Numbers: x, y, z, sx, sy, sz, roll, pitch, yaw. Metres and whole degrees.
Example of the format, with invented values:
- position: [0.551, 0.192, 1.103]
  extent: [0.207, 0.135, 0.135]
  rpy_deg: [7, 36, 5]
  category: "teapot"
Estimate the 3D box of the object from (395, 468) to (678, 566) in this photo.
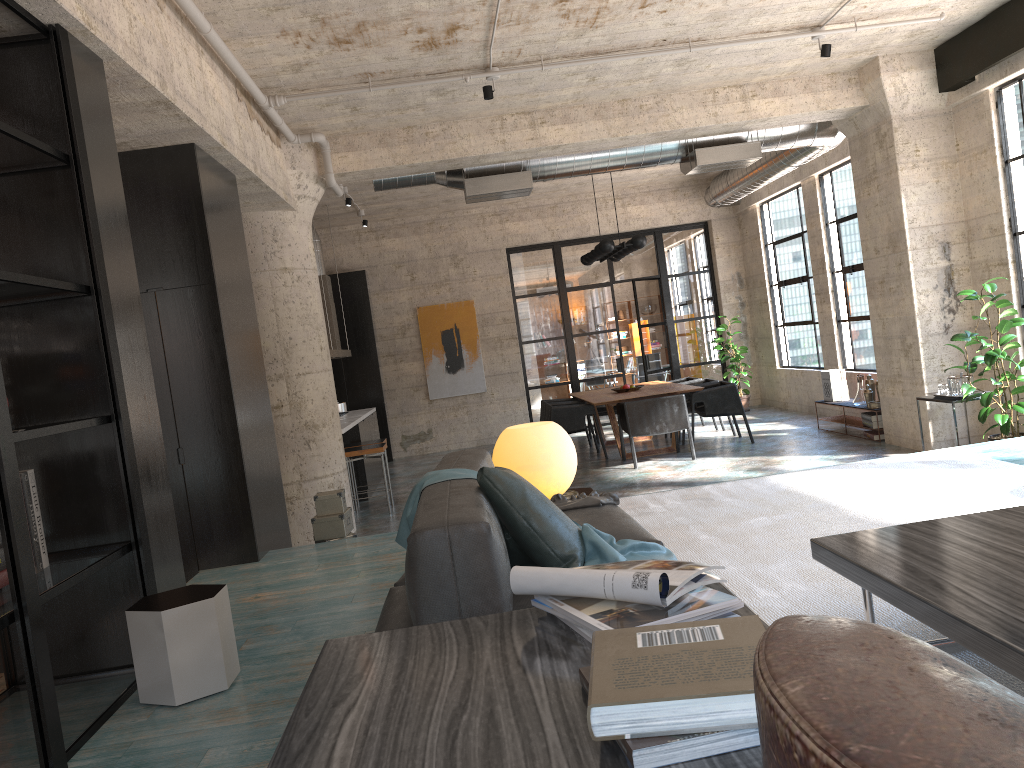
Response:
- position: [0.051, 0.483, 2.947]
  extent: [0.985, 0.438, 0.444]
  rpy_deg: [-7, 3, 23]
  category: "object"

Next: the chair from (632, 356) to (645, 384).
- position: [2.532, -0.041, 16.659]
  extent: [0.653, 1.015, 0.684]
  rpy_deg: [-8, 3, -4]
  category: "chair"

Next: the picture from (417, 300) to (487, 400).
- position: [-0.969, -0.550, 14.274]
  extent: [0.928, 1.494, 0.029]
  rpy_deg: [-8, 3, -3]
  category: "picture"

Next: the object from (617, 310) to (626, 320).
- position: [2.547, -1.605, 20.701]
  extent: [0.189, 0.230, 0.190]
  rpy_deg: [-6, 3, 42]
  category: "object"

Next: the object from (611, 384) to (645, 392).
- position: [1.482, 0.050, 11.363]
  extent: [0.435, 0.079, 0.435]
  rpy_deg: [-6, 3, 33]
  category: "object"

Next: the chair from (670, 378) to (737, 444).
- position: [2.456, 0.332, 11.656]
  extent: [0.754, 0.738, 0.707]
  rpy_deg: [-8, 3, 2]
  category: "chair"

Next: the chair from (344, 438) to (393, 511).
- position: [-1.591, 1.002, 9.863]
  extent: [0.450, 0.698, 0.450]
  rpy_deg: [-8, 3, -3]
  category: "chair"

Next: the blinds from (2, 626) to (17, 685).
- position: [-2.119, 0.217, 2.067]
  extent: [0.136, 3.160, 2.915]
  rpy_deg: [-8, 3, -3]
  category: "blinds"

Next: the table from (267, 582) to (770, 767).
- position: [0.087, 0.748, 1.404]
  extent: [0.800, 0.570, 0.800]
  rpy_deg: [-8, 3, -3]
  category: "table"

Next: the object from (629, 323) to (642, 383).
- position: [2.859, -0.532, 19.540]
  extent: [0.304, 1.640, 0.342]
  rpy_deg: [-8, 3, -3]
  category: "object"

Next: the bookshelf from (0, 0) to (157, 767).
- position: [-1.794, -0.023, 2.083]
  extent: [0.628, 2.571, 2.900]
  rpy_deg: [-8, 3, -3]
  category: "bookshelf"

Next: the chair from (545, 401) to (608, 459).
- position: [0.742, 0.594, 11.201]
  extent: [0.754, 0.738, 0.707]
  rpy_deg: [-8, 3, -3]
  category: "chair"

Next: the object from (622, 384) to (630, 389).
- position: [1.490, 0.036, 11.341]
  extent: [0.100, 0.097, 0.219]
  rpy_deg: [-6, 3, 40]
  category: "object"

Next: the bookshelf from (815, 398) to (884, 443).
- position: [3.949, 0.388, 10.073]
  extent: [0.350, 0.347, 1.600]
  rpy_deg: [-8, 3, -3]
  category: "bookshelf"

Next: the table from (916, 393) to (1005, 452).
- position: [3.964, 0.378, 7.812]
  extent: [0.450, 0.563, 0.600]
  rpy_deg: [-8, 3, -3]
  category: "table"

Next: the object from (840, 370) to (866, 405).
- position: [3.912, 0.030, 10.120]
  extent: [0.199, 0.365, 0.703]
  rpy_deg: [-8, 3, 8]
  category: "object"

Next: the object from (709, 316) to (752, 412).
- position: [3.496, -0.323, 14.014]
  extent: [0.514, 1.552, 0.886]
  rpy_deg: [-8, 3, -6]
  category: "object"

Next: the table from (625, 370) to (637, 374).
- position: [2.482, 0.097, 17.026]
  extent: [1.800, 0.721, 0.800]
  rpy_deg: [-8, 3, -3]
  category: "table"

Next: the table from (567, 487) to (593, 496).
- position: [0.179, 0.755, 4.665]
  extent: [0.616, 0.230, 1.044]
  rpy_deg: [-8, 3, -3]
  category: "table"

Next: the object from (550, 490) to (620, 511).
- position: [0.254, 0.550, 3.861]
  extent: [0.433, 0.185, 0.429]
  rpy_deg: [-8, 3, -7]
  category: "object"

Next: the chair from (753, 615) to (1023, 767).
- position: [0.621, 0.520, 0.530]
  extent: [0.820, 0.940, 0.975]
  rpy_deg: [-6, 3, 37]
  category: "chair"

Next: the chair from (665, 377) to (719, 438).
- position: [2.389, 0.306, 12.445]
  extent: [0.754, 0.738, 0.707]
  rpy_deg: [-8, 3, -3]
  category: "chair"

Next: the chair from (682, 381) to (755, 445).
- position: [2.457, 0.370, 10.810]
  extent: [0.754, 0.738, 0.707]
  rpy_deg: [-8, 3, 2]
  category: "chair"

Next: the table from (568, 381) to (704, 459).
- position: [1.558, 0.460, 11.412]
  extent: [1.299, 0.756, 2.410]
  rpy_deg: [-8, 3, -3]
  category: "table"

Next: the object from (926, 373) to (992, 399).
- position: [3.877, -0.019, 7.748]
  extent: [0.327, 0.253, 0.546]
  rpy_deg: [-8, 3, -3]
  category: "object"

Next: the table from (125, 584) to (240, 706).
- position: [-1.214, 0.957, 3.288]
  extent: [0.365, 0.340, 0.316]
  rpy_deg: [-7, 3, 27]
  category: "table"

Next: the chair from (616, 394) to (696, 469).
- position: [1.629, 0.515, 10.178]
  extent: [0.707, 0.738, 0.754]
  rpy_deg: [-8, 3, -3]
  category: "chair"

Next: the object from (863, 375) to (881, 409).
- position: [3.904, 0.074, 9.536]
  extent: [0.248, 0.333, 0.415]
  rpy_deg: [-6, 3, 33]
  category: "object"

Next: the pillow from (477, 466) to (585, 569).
- position: [0.080, 0.417, 2.951]
  extent: [0.320, 0.393, 0.670]
  rpy_deg: [-8, 3, 3]
  category: "pillow"

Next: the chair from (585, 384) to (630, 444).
- position: [1.464, 0.421, 12.796]
  extent: [0.707, 0.738, 0.754]
  rpy_deg: [-8, 3, -3]
  category: "chair"

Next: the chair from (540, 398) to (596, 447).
- position: [0.707, 0.566, 11.933]
  extent: [0.754, 0.738, 0.707]
  rpy_deg: [-8, 3, -3]
  category: "chair"

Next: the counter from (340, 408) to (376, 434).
- position: [-2.292, 0.484, 10.604]
  extent: [1.000, 0.046, 3.500]
  rpy_deg: [-8, 3, -3]
  category: "counter"

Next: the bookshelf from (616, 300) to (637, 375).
- position: [2.037, -0.742, 20.745]
  extent: [3.034, 2.179, 0.366]
  rpy_deg: [-8, 3, -3]
  category: "bookshelf"

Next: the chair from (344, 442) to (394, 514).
- position: [-1.510, 1.014, 9.324]
  extent: [0.450, 0.698, 0.450]
  rpy_deg: [-8, 3, -3]
  category: "chair"

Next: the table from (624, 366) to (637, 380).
- position: [2.161, 0.059, 18.896]
  extent: [1.800, 0.721, 0.800]
  rpy_deg: [-8, 3, -3]
  category: "table"

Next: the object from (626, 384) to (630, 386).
- position: [1.505, 0.036, 11.411]
  extent: [0.088, 0.082, 0.110]
  rpy_deg: [-6, 3, 37]
  category: "object"

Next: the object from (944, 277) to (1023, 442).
- position: [3.937, -0.079, 7.162]
  extent: [0.886, 1.552, 0.514]
  rpy_deg: [-9, 3, -16]
  category: "object"

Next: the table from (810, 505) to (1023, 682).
- position: [1.508, 0.633, 2.256]
  extent: [0.900, 0.309, 1.500]
  rpy_deg: [-8, 3, -3]
  category: "table"
